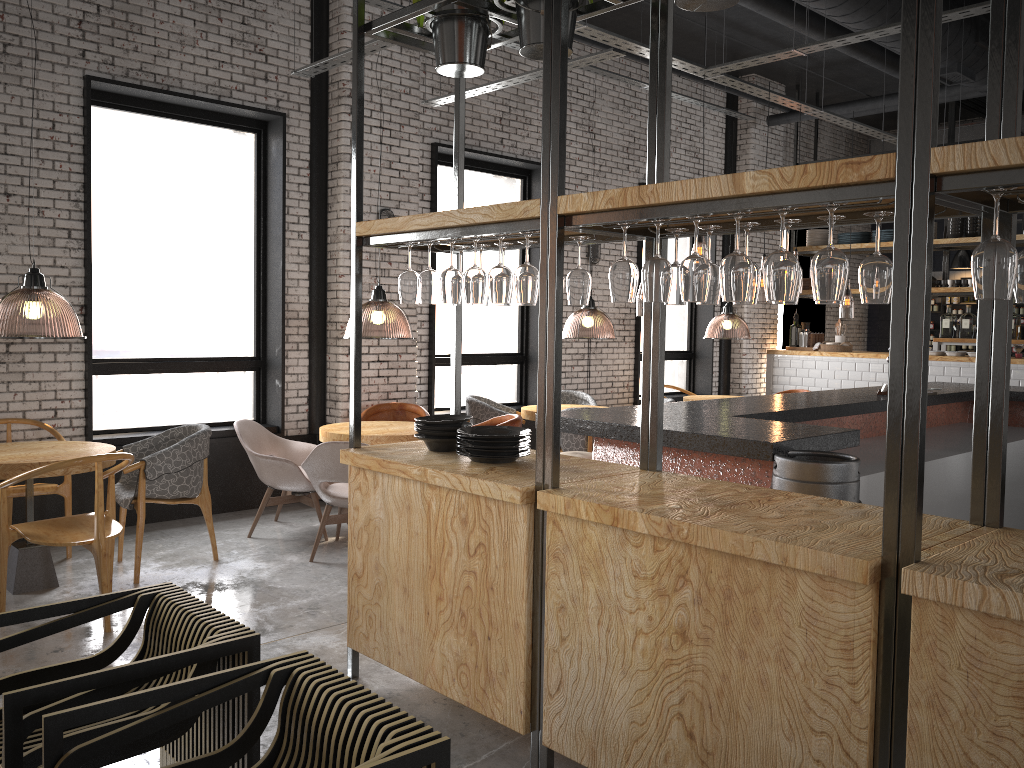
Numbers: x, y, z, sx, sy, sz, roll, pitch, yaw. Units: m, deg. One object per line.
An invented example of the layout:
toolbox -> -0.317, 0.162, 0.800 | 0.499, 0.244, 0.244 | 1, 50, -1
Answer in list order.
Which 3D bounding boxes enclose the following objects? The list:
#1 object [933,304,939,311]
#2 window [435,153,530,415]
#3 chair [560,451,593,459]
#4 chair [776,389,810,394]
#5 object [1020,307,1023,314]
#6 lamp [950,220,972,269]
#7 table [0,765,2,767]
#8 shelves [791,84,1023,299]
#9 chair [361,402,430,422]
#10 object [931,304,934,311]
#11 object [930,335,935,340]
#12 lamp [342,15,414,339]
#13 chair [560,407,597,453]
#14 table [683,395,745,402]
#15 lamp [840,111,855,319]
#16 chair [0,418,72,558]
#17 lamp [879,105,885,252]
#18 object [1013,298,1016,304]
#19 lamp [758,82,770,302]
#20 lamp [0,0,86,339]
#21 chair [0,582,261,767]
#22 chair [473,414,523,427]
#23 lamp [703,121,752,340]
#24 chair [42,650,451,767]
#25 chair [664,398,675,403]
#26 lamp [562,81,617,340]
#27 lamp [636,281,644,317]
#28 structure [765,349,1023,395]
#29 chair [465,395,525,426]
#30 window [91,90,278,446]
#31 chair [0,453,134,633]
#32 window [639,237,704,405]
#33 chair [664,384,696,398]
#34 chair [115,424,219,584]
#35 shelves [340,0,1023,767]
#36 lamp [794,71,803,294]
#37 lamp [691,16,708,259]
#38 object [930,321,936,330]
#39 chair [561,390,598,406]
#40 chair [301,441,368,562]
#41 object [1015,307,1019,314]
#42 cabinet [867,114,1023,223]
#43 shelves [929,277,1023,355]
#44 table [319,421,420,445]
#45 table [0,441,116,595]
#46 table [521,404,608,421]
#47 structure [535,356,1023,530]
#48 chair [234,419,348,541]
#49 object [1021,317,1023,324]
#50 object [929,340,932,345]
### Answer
object -> 6.790, -1.218, 14.191 | 0.076, 0.111, 0.076 | 4, 4, 42
window -> -0.340, -1.013, 9.370 | 1.535, 2.694, 0.365 | -2, 4, -43
chair -> 0.389, 0.832, 5.520 | 0.480, 0.805, 0.439 | 1, 3, 6
chair -> 3.140, 0.530, 10.087 | 0.644, 0.928, 0.682 | 0, 3, -21
object -> 7.647, -1.097, 13.278 | 0.076, 0.111, 0.076 | 2, 3, 12
lamp -> 7.023, -2.265, 13.761 | 0.390, 0.936, 0.391 | -1, 4, -41
table -> -1.122, 1.132, 1.118 | 1.000, 0.762, 0.997 | -2, 5, -43
shelves -> 6.089, -2.589, 10.556 | 0.597, 3.063, 5.681 | -2, 4, -43
chair -> -0.969, 0.638, 7.452 | 0.681, 0.928, 0.644 | 1, 3, -1
object -> 6.732, -1.222, 14.250 | 0.076, 0.111, 0.076 | 0, 3, -23
object -> 6.750, -0.750, 14.242 | 0.071, 0.083, 0.071 | 1, 3, -3
lamp -> -0.991, -1.544, 6.648 | 0.536, 2.403, 0.537 | 1, 3, -1
chair -> 0.647, 0.645, 7.765 | 0.681, 0.928, 0.644 | 1, 3, 1
table -> 2.394, 0.568, 9.990 | 0.932, 0.809, 0.933 | 1, 3, -1
lamp -> 2.624, -1.309, 6.876 | 0.108, 1.597, 0.108 | 2, 3, 28
chair -> -3.310, 0.707, 5.900 | 0.612, 0.920, 0.644 | -1, 4, -36
lamp -> 3.062, -1.503, 7.358 | 0.108, 1.597, 0.108 | 0, 3, -11
object -> 7.560, -1.262, 13.365 | 0.076, 0.111, 0.076 | 0, 3, -23
lamp -> 1.701, -1.280, 5.932 | 0.108, 1.460, 0.108 | 2, 3, 18
lamp -> -2.719, -1.464, 5.028 | 0.536, 2.403, 0.537 | 1, 3, -1
chair -> -1.162, 1.053, 2.520 | 0.638, 0.729, 0.657 | -2, 4, -42
chair -> -0.186, 0.699, 6.756 | 0.644, 0.928, 0.682 | 1, 3, -6
lamp -> 2.427, -1.703, 9.852 | 0.536, 2.403, 0.537 | 1, 3, -1
chair -> -0.587, 1.103, 1.929 | 0.638, 0.729, 0.657 | -2, 4, -41
chair -> 1.301, 0.603, 8.549 | 0.644, 0.928, 0.682 | 1, 3, 1
lamp -> 0.737, -1.624, 8.267 | 0.536, 2.403, 0.537 | 1, 3, -1
lamp -> 0.807, -1.200, 5.256 | 0.108, 1.597, 0.108 | 0, 3, -11
structure -> 6.017, 0.351, 10.612 | 1.511, 1.344, 5.804 | -2, 5, -43
chair -> -0.193, 0.575, 8.582 | 0.644, 0.928, 0.682 | 1, 3, 1
window -> -2.674, -0.905, 7.182 | 1.535, 2.694, 0.365 | -2, 4, -43
chair -> -2.294, 0.807, 4.687 | 0.644, 0.920, 0.613 | 3, 4, 39
window -> 1.996, -1.122, 11.561 | 1.535, 2.694, 0.365 | -2, 4, -43
chair -> 1.946, 0.479, 10.600 | 0.612, 0.920, 0.644 | -1, 4, -36
chair -> -2.205, 0.736, 5.693 | 0.644, 0.928, 0.682 | -1, 4, -34
shelves -> 0.751, -1.076, 2.733 | 0.690, 5.014, 3.662 | -2, 4, -43
lamp -> 2.077, -1.458, 6.434 | 0.108, 1.597, 0.108 | 0, 3, -11
lamp -> 1.206, -1.516, 5.611 | 0.108, 1.597, 0.108 | 0, 3, -11
object -> 6.759, -0.943, 14.263 | 0.088, 0.139, 0.100 | -2, 4, -42
chair -> 0.591, 0.546, 9.204 | 0.681, 0.928, 0.644 | 1, 3, 1
chair -> -1.041, 0.765, 6.044 | 0.771, 0.849, 0.803 | 1, 3, 6
object -> 7.585, -1.103, 13.343 | 0.076, 0.111, 0.076 | 2, 3, 22
cabinet -> 7.816, -2.825, 12.052 | 0.682, 1.767, 5.868 | -2, 5, -43
shelves -> 7.227, -0.912, 13.759 | 0.157, 1.481, 1.762 | -2, 4, -43
table -> -0.979, 0.734, 6.694 | 0.932, 0.809, 0.933 | 1, 3, 4
table -> -2.848, 0.800, 5.237 | 0.932, 0.809, 0.933 | 1, 3, 4
table -> 0.546, 0.641, 8.447 | 0.932, 0.809, 0.933 | 1, 3, 4
structure -> 3.711, 0.549, 5.617 | 5.878, 1.532, 4.313 | -3, 5, -43
chair -> -1.701, 0.706, 6.751 | 0.802, 0.849, 0.771 | 1, 3, 6
object -> 7.661, -0.952, 13.297 | 0.071, 0.113, 0.081 | -2, 4, -44
object -> 6.720, -0.669, 14.278 | 0.071, 0.083, 0.071 | 3, 4, 37
